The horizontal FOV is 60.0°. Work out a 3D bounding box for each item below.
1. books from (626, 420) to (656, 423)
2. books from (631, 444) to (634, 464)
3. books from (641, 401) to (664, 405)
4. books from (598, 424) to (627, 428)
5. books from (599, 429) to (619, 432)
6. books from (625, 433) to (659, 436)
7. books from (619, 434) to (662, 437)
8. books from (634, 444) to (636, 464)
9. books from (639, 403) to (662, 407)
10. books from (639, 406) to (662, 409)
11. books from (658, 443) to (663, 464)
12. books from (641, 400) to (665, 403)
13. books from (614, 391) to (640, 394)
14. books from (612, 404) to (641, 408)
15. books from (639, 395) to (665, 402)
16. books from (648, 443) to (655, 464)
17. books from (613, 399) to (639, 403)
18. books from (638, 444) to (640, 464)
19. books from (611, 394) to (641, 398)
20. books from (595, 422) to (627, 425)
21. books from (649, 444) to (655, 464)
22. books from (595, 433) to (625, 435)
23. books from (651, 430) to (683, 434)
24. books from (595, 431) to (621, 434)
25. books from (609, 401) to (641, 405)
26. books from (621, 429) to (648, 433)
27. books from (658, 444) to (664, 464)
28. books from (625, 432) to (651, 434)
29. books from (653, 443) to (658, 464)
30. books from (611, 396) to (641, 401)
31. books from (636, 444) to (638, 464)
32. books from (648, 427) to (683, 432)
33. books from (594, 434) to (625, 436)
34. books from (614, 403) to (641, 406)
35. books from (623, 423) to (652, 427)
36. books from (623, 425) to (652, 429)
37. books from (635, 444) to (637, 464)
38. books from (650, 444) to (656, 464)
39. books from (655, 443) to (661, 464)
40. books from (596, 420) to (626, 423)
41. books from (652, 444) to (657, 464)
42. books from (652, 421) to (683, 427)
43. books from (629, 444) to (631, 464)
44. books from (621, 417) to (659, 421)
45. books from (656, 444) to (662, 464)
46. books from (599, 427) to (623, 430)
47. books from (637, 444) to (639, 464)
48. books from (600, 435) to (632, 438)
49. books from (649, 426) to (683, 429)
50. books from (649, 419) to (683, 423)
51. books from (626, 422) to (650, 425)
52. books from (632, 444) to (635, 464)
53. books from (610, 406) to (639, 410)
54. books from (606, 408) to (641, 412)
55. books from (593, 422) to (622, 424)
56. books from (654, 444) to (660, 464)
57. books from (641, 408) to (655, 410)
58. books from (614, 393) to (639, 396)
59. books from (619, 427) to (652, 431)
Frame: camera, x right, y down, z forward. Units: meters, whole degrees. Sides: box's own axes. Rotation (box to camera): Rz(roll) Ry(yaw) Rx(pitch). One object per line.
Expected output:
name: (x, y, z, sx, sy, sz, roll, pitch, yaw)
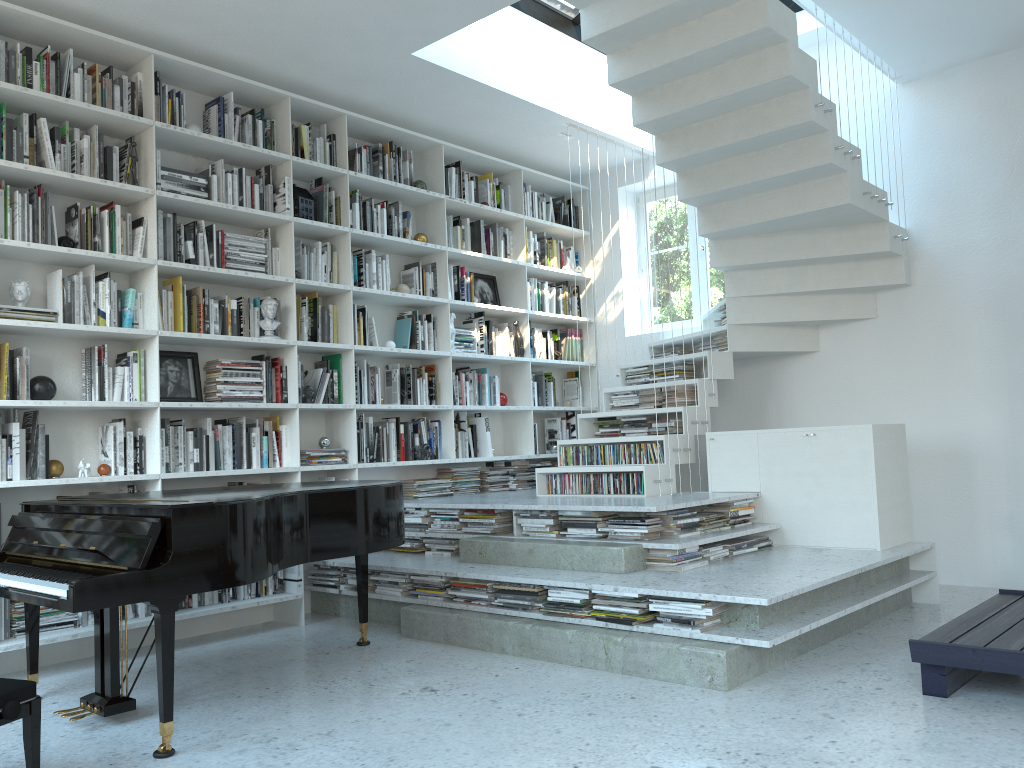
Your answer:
books: (0.882, 0.254, 5.995, 0.133, 0.017, 0.178, 2, -6, -44)
books: (0.785, 0.435, 5.524, 0.008, 0.125, 0.125, -6, -5, 42)
books: (0.984, 0.131, 6.046, 0.155, 0.013, 0.139, -6, -6, 44)
books: (0.712, 0.291, 6.136, 0.181, 0.022, 0.140, -5, -5, 35)
books: (0.713, 0.320, 6.135, 0.166, 0.015, 0.145, -6, -5, 36)
books: (0.881, 0.339, 5.984, 0.137, 0.013, 0.199, 1, -6, -41)
books: (0.866, 0.347, 5.966, 0.223, 0.004, 0.191, -6, -5, 38)
books: (0.799, 0.434, 5.512, 0.009, 0.125, 0.125, -6, -5, 42)
books: (0.995, 0.143, 6.034, 0.200, 0.014, 0.177, 2, -6, -44)
books: (0.975, 0.160, 6.054, 0.184, 0.016, 0.128, 1, -6, -41)
books: (0.933, 0.421, 5.391, 0.034, 0.123, 0.125, -6, -5, 42)
books: (1.000, 0.120, 6.030, 0.181, 0.005, 0.188, -6, -6, 42)
books: (0.843, 0.062, 6.280, 0.180, 0.014, 0.157, -6, -5, 40)
books: (0.850, 0.157, 6.279, 0.254, 0.010, 0.138, -6, -5, 39)
books: (1.003, 0.100, 6.028, 0.178, 0.035, 0.222, 2, -6, -43)
books: (0.887, 0.426, 5.433, 0.034, 0.123, 0.125, -6, -5, 42)
books: (0.850, 0.120, 6.283, 0.231, 0.019, 0.143, -6, -6, 41)
books: (0.821, 0.431, 5.492, 0.008, 0.125, 0.125, -6, -5, 42)
books: (0.835, 0.088, 6.269, 0.203, 0.011, 0.173, -6, -5, 37)
books: (0.707, 0.276, 6.132, 0.208, 0.009, 0.160, -6, -5, 38)
books: (0.893, 0.425, 5.428, 0.035, 0.123, 0.125, -6, -5, 42)
books: (0.707, 0.343, 6.125, 0.216, 0.009, 0.158, -5, -5, 35)
books: (1.031, 0.310, 5.733, 0.136, 0.017, 0.289, 0, -5, -25)
books: (0.704, 0.333, 6.123, 0.159, 0.012, 0.225, 1, -6, -40)
books: (0.850, 0.136, 6.281, 0.297, 0.012, 0.145, -6, -6, 41)
books: (0.869, 0.317, 5.973, 0.207, 0.016, 0.175, -6, -5, 36)
books: (0.939, 0.420, 5.386, 0.036, 0.123, 0.125, -6, -5, 42)
books: (0.880, 0.329, 5.985, 0.147, 0.008, 0.188, 2, -6, -44)
books: (0.910, 0.423, 5.412, 0.034, 0.123, 0.125, -6, -5, 42)
books: (0.846, 0.102, 6.280, 0.240, 0.017, 0.149, -6, -5, 40)
books: (0.810, 0.433, 5.501, 0.007, 0.125, 0.125, -6, -5, 42)
books: (1.012, 0.292, 5.724, 0.172, 0.019, 0.240, -1, -5, -23)
books: (0.702, 0.351, 6.119, 0.195, 0.007, 0.189, -6, -5, 39)
books: (0.844, 0.146, 6.273, 0.179, 0.010, 0.160, -7, -6, 45)
books: (0.866, 0.276, 5.974, 0.155, 0.012, 0.189, -7, -6, 45)
books: (0.876, 0.289, 5.984, 0.150, 0.013, 0.220, 1, -6, -43)
books: (0.805, 0.433, 5.506, 0.007, 0.125, 0.125, -6, -5, 42)
books: (0.899, 0.425, 5.422, 0.036, 0.123, 0.125, -6, -5, 42)
books: (0.922, 0.422, 5.401, 0.036, 0.123, 0.125, -6, -5, 42)
books: (0.707, 0.259, 6.135, 0.195, 0.012, 0.161, -6, -5, 39)
books: (0.905, 0.424, 5.417, 0.034, 0.123, 0.125, -6, -5, 42)
books: (1.032, 0.261, 5.737, 0.141, 0.028, 0.223, 0, -5, -29)
books: (0.774, 0.436, 5.534, 0.007, 0.125, 0.125, -6, -5, 42)
books: (0.865, 0.237, 5.977, 0.194, 0.014, 0.177, -6, -5, 36)
books: (0.927, 0.421, 5.396, 0.035, 0.123, 0.125, -6, -5, 42)
books: (0.718, 0.307, 6.141, 0.132, 0.010, 0.198, 2, -6, -44)
books: (0.816, 0.432, 5.496, 0.008, 0.125, 0.125, -6, -5, 42)
books: (0.725, 0.362, 6.143, 0.188, 0.014, 0.130, -6, -6, 42)
books: (1.026, 0.279, 5.732, 0.161, 0.007, 0.254, 0, -5, -28)
books: (1.020, 0.240, 5.733, 0.168, 0.014, 0.212, 0, -5, -28)
books: (0.887, 0.267, 5.998, 0.185, 0.008, 0.129, -6, -6, 40)
books: (0.792, 0.435, 5.518, 0.010, 0.125, 0.125, -6, -5, 42)
books: (0.853, 0.170, 6.280, 0.288, 0.017, 0.136, -6, -5, 40)
books: (0.837, 0.187, 6.261, 0.287, 0.018, 0.190, -6, -6, 41)
books: (0.694, 0.268, 6.119, 0.188, 0.006, 0.198, -6, -5, 38)
books: (0.916, 0.423, 5.407, 0.035, 0.123, 0.125, -6, -5, 42)
books: (0.978, 0.171, 6.051, 0.162, 0.007, 0.132, 1, -5, -39)
books: (0.841, 0.076, 6.277, 0.180, 0.014, 0.157, -6, -5, 38)
books: (0.868, 0.302, 5.973, 0.225, 0.013, 0.184, -6, -5, 39)
